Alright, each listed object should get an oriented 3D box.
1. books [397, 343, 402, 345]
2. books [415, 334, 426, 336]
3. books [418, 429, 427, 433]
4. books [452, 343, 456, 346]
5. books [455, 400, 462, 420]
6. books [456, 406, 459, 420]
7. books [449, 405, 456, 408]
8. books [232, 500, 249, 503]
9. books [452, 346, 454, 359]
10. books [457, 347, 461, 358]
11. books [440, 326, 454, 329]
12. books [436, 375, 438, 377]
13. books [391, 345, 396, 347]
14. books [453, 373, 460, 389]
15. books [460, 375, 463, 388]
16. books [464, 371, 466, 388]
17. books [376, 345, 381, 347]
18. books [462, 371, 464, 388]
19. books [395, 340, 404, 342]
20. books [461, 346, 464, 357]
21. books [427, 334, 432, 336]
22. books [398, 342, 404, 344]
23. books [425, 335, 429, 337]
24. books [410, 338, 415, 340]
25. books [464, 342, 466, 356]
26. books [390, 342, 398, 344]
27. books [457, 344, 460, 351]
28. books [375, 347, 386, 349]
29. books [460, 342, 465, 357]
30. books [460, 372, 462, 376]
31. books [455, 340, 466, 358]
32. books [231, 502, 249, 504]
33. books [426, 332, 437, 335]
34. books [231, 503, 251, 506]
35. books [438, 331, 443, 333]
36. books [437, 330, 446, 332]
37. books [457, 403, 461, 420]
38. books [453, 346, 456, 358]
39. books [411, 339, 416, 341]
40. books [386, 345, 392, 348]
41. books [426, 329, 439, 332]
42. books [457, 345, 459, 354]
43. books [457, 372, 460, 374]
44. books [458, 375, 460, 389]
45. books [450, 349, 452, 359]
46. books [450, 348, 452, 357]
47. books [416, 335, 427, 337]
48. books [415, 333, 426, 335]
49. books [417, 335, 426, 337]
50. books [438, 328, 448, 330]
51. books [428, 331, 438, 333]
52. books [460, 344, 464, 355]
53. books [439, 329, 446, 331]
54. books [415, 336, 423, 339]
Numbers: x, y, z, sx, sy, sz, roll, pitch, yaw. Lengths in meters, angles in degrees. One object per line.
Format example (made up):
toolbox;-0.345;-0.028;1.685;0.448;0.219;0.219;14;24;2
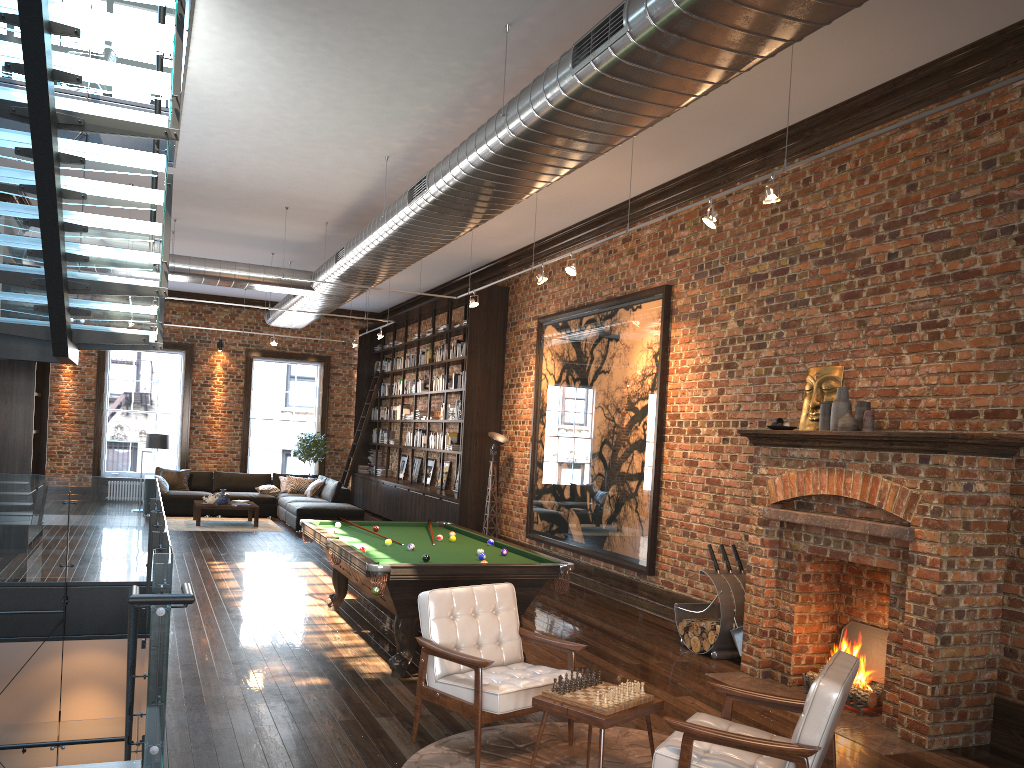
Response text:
books;-2.197;-0.807;18.105;0.206;0.018;0.323;5;-4;-25
books;-1.701;-0.929;16.914;0.200;0.017;0.302;5;-4;-27
books;-1.677;1.017;16.666;0.183;0.336;0.015;3;1;-23
books;-0.943;-0.537;15.049;0.150;0.295;0.032;3;1;-23
books;-0.846;0.433;14.671;0.180;0.340;0.013;3;1;-23
books;-0.832;0.484;14.652;0.179;0.237;0.036;3;1;-23
books;-1.002;0.489;15.118;0.138;0.268;0.034;3;1;-23
books;-4.733;2.049;15.461;0.205;0.028;0.262;3;-4;10
books;-0.918;-0.515;14.951;0.185;0.242;0.030;3;1;-23
books;-0.808;-0.506;14.679;0.190;0.202;0.027;4;1;-23
books;-1.134;-0.982;15.584;0.170;0.034;0.285;5;-4;-27
books;-1.282;-0.007;15.800;0.152;0.307;0.016;3;1;-23
books;-2.400;-0.787;18.608;0.207;0.017;0.282;5;-4;-21
books;-0.851;-0.036;14.641;0.246;0.266;0.037;4;1;-23
books;-0.755;-0.027;14.491;0.189;0.240;0.016;3;1;-23
books;-0.653;-0.061;14.050;0.189;0.264;0.030;3;1;-23
books;-2.900;-0.841;19.845;0.191;0.017;0.299;5;-4;-24
books;-0.714;-0.058;14.401;0.181;0.295;0.025;3;1;-23
books;-2.391;-0.886;18.607;0.192;0.007;0.364;5;-4;-20
books;-0.731;-0.524;14.495;0.169;0.232;0.146;3;0;-22
books;-1.426;-0.892;16.241;0.214;0.014;0.281;5;-4;-20
books;-2.193;-0.823;18.106;0.210;0.014;0.290;5;-4;-23
books;-1.437;-0.871;16.237;0.228;0.011;0.372;4;-4;-20
books;-1.850;-0.872;17.282;0.192;0.013;0.315;5;-4;-26
books;-0.683;-0.542;14.402;0.189;0.252;0.018;3;1;-23
books;-2.404;-0.852;18.603;0.217;0.018;0.376;5;-4;-24
books;-0.829;-0.533;14.746;0.168;0.262;0.016;3;1;-23
books;-2.925;-0.805;19.836;0.230;0.015;0.312;5;-4;-26
books;-0.773;-0.544;14.670;0.153;0.279;0.013;3;1;-23
books;-0.781;-0.042;14.631;0.160;0.285;0.014;3;1;-23
books;-0.850;-0.567;14.790;0.180;0.332;0.016;3;1;-23
books;-4.739;2.075;15.468;0.205;0.024;0.262;2;-4;12
books;-1.422;-0.914;16.241;0.193;0.030;0.312;5;-4;-27
books;-4.622;2.062;15.140;0.205;0.024;0.262;0;-5;45
books;-1.152;-0.906;15.580;0.217;0.010;0.341;5;-4;-23
books;-1.158;-0.919;15.577;0.228;0.015;0.275;5;-4;-24
books;-0.800;0.459;14.588;0.167;0.282;0.072;3;1;-22
books;-0.899;-0.510;14.927;0.169;0.231;0.028;3;1;-23
books;-1.845;-0.847;17.285;0.198;0.014;0.261;5;-4;-22
books;-2.564;-0.799;18.964;0.230;0.034;0.273;4;-4;-19
books;-1.421;-0.968;16.239;0.205;0.017;0.359;5;-4;-25
books;-0.821;-0.521;14.728;0.172;0.236;0.025;3;1;-23
books;-0.835;-0.042;14.715;0.156;0.288;0.030;3;1;-23
books;-0.797;-0.019;14.582;0.187;0.230;0.035;3;1;-23
books;-0.947;-0.484;15.001;0.190;0.182;0.025;4;1;-23
books;-0.963;-0.498;15.076;0.172;0.219;0.027;3;1;-23
books;-1.693;-0.915;16.918;0.204;0.011;0.308;5;-4;-22
books;-1.704;-0.945;16.912;0.216;0.015;0.319;5;-4;-25
books;-1.689;-0.904;16.920;0.187;0.011;0.379;5;-4;-21
books;-1.152;-0.957;15.578;0.217;0.020;0.234;5;-4;-25
books;-1.408;-0.938;16.246;0.172;0.021;0.306;5;-4;-26
books;-0.768;-0.532;14.613;0.165;0.258;0.099;3;1;-22
books;-1.150;-0.942;15.579;0.206;0.009;0.333;4;-4;-20
books;-1.705;-0.876;16.915;0.219;0.016;0.367;5;-4;-21
